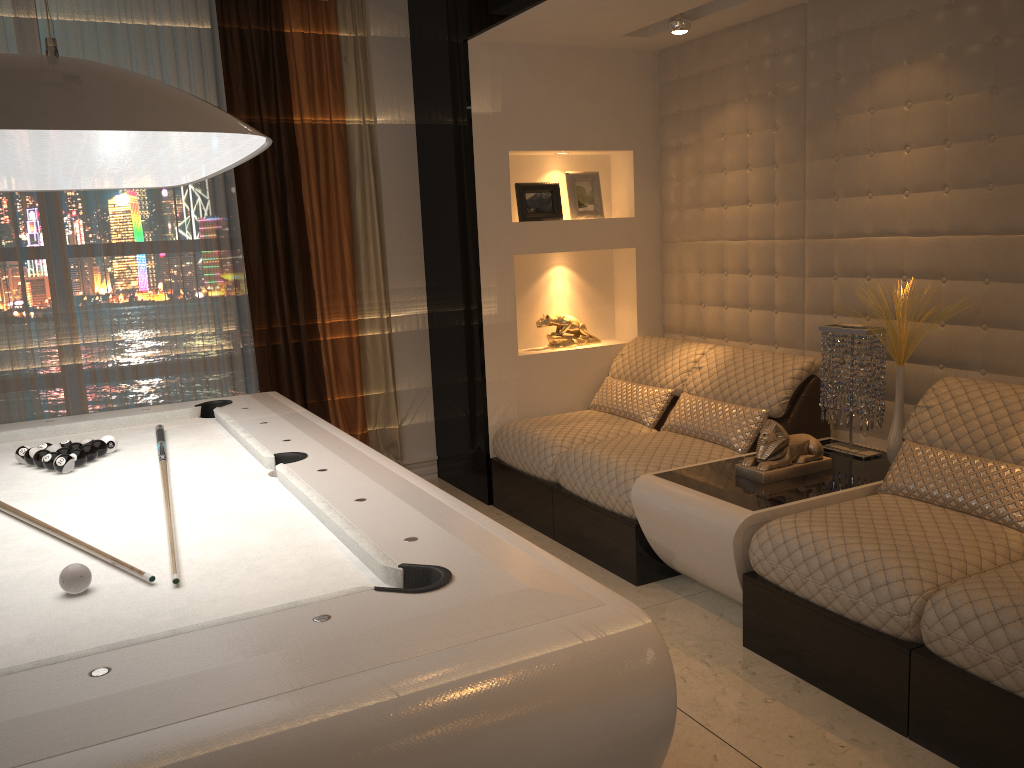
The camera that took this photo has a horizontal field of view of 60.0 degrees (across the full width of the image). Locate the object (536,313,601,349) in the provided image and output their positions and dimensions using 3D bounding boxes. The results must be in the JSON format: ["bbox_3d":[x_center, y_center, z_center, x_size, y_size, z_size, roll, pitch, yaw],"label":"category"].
[{"bbox_3d":[0.316,-0.297,4.897,0.409,0.202,0.124,-7,10,-23],"label":"object"}]

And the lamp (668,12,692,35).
[{"bbox_3d":[0.767,-1.668,4.058,0.107,0.127,0.107,6,13,43],"label":"lamp"}]

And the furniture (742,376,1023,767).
[{"bbox_3d":[1.541,0.499,2.584,1.107,0.810,1.312,-8,11,-27],"label":"furniture"}]

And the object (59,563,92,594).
[{"bbox_3d":[-0.829,0.369,1.684,0.057,0.057,0.057,3,11,32],"label":"object"}]

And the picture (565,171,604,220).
[{"bbox_3d":[0.388,-1.010,4.775,0.211,0.262,0.094,-8,11,-27],"label":"picture"}]

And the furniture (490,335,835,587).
[{"bbox_3d":[0.662,0.257,4.259,1.107,0.810,1.312,-8,11,-27],"label":"furniture"}]

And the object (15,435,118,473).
[{"bbox_3d":[-1.355,0.211,2.766,0.299,0.057,0.265,5,12,37],"label":"object"}]

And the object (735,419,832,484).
[{"bbox_3d":[1.033,0.231,3.372,0.344,0.217,0.155,-8,11,-27],"label":"object"}]

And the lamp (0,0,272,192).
[{"bbox_3d":[-1.178,-0.999,2.039,0.939,0.995,1.578,-8,11,-26],"label":"lamp"}]

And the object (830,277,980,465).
[{"bbox_3d":[1.456,-0.027,3.300,0.388,0.718,0.390,-10,12,-35],"label":"object"}]

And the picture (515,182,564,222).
[{"bbox_3d":[0.138,-0.951,4.654,0.264,0.209,0.090,-8,11,-27],"label":"picture"}]

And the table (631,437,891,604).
[{"bbox_3d":[1.106,0.555,3.450,1.143,0.457,0.608,-8,11,-27],"label":"table"}]

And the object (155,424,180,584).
[{"bbox_3d":[-0.945,0.265,2.417,0.028,0.026,1.605,-7,10,-22],"label":"object"}]

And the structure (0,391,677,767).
[{"bbox_3d":[-1.111,0.670,2.312,1.659,0.812,2.912,-8,11,-27],"label":"structure"}]

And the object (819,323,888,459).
[{"bbox_3d":[1.374,0.021,3.591,0.124,0.522,0.247,-8,11,-27],"label":"object"}]

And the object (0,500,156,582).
[{"bbox_3d":[-1.281,0.311,2.240,1.605,0.026,0.028,6,13,42],"label":"object"}]
